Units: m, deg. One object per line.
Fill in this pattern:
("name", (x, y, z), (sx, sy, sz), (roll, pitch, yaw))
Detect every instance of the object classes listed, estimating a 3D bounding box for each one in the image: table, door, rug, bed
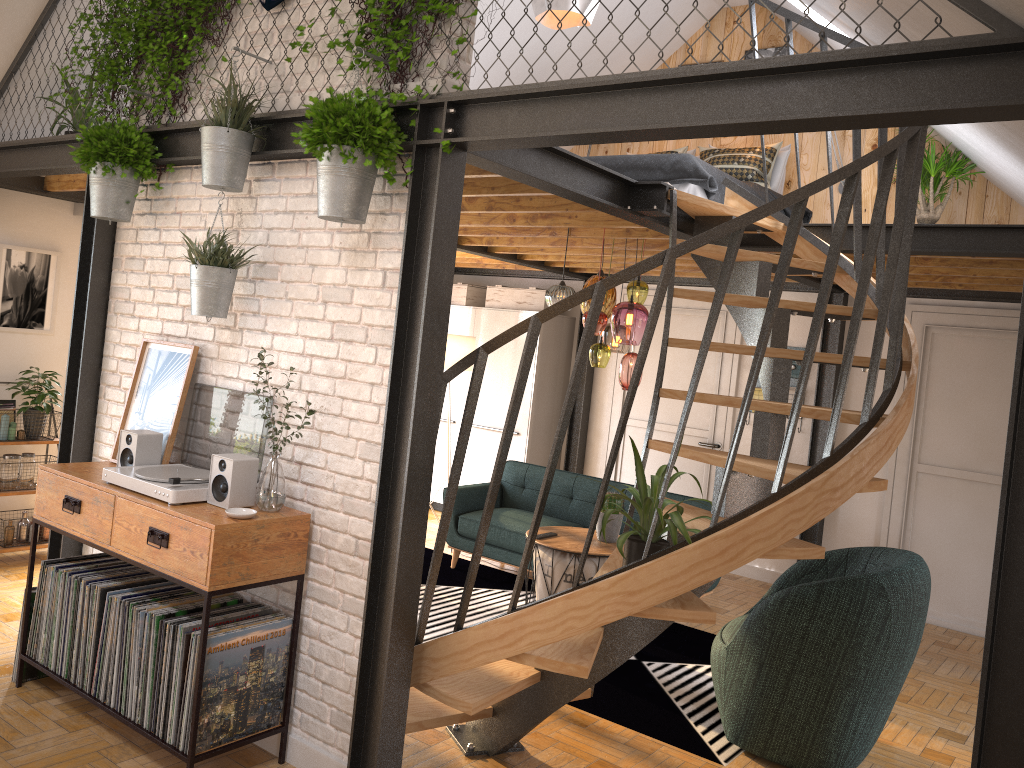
("table", (0.387, 1.166, 5.145), (0.680, 0.686, 0.682), (6, 1, -14))
("door", (1.332, 0.336, 7.718), (1.203, 2.300, 0.088), (7, 0, 36))
("rug", (0.014, 1.457, 5.494), (3.509, 0.010, 1.697), (8, 3, 36))
("door", (3.292, 0.613, 6.257), (1.203, 2.300, 0.088), (7, 0, 36))
("bed", (0.981, -1.534, 6.697), (2.127, 1.021, 2.285), (8, 3, 37))

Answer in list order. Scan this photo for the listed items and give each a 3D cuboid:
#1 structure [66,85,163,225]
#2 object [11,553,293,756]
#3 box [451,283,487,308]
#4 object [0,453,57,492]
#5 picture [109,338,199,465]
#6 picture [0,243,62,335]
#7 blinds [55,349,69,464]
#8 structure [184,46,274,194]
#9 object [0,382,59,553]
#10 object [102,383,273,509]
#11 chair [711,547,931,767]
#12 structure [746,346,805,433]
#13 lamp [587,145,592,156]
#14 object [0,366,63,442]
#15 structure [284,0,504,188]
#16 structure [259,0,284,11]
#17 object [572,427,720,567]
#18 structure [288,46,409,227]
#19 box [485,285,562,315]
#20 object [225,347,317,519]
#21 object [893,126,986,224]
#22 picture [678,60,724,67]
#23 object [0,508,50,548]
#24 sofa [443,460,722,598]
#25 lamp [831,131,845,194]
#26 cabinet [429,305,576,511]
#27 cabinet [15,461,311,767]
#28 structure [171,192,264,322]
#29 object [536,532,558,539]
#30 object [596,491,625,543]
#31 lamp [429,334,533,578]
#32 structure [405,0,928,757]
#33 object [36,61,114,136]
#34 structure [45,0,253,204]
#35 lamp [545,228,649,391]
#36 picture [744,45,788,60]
("structure", (-1.840, -1.064, 4.109), (0.422, 0.652, 0.439), (6, 1, -23))
("object", (-1.507, 1.089, 3.626), (1.316, 0.574, 0.404), (8, 2, 36))
("box", (-0.530, -0.882, 8.805), (0.375, 0.218, 0.643), (4, 3, -44))
("object", (-3.167, 0.565, 5.758), (0.239, 0.216, 0.438), (7, 2, 36))
("picture", (-1.601, 0.094, 3.958), (0.412, 0.576, 0.126), (7, 1, 36))
("picture", (-3.290, -0.636, 6.004), (0.023, 0.575, 0.414), (6, 1, 36))
("blinds", (-2.920, -0.100, 6.497), (0.124, 2.282, 0.666), (6, 0, 37))
("structure", (-1.172, -1.078, 3.637), (0.384, 0.607, 0.349), (6, 1, -1))
("object", (-3.189, 0.556, 5.778), (0.633, 1.078, 0.577), (7, 1, 36))
("object", (-1.315, 0.223, 3.586), (0.789, 0.414, 0.414), (8, 2, 36))
("chair", (1.373, 1.187, 4.033), (0.902, 0.964, 0.896), (7, 1, 22))
("structure", (2.110, 0.224, 7.147), (0.443, 1.076, 0.099), (6, 0, 36))
("lamp", (0.816, -2.119, 7.995), (0.194, 0.813, 0.851), (6, 1, -10))
("object", (-3.198, 0.126, 5.824), (0.491, 0.475, 0.397), (5, 2, -41))
("structure", (-0.317, -1.633, 3.243), (1.308, 1.870, 0.457), (7, 1, 33))
("structure", (-1.001, -2.036, 3.657), (0.442, 0.964, 0.191), (7, 0, 36))
("object", (0.486, 0.425, 3.161), (0.529, 0.591, 0.457), (7, 1, 24))
("structure", (-0.586, -0.887, 3.174), (0.422, 0.652, 0.439), (6, 1, -23))
("box", (0.123, -0.791, 8.339), (0.643, 0.218, 0.375), (8, 2, 31))
("object", (-0.939, 0.170, 3.342), (0.290, 0.620, 0.296), (6, 1, -38))
("object", (2.882, -1.308, 6.147), (0.788, 1.048, 0.734), (6, 1, -14))
("picture", (1.611, -2.518, 7.707), (0.422, 0.554, 0.017), (7, 1, 36))
("object", (-3.073, 0.868, 5.665), (0.277, 0.290, 0.438), (7, 2, 36))
("sofa", (0.484, 1.075, 6.283), (1.978, 0.782, 0.823), (8, 2, 36))
("lamp", (2.273, -1.914, 6.912), (0.850, 0.813, 0.194), (6, 0, -7))
("cabinet", (-0.223, 0.277, 8.665), (1.510, 2.002, 0.807), (7, 1, 36))
("cabinet", (-1.460, 0.900, 3.589), (1.268, 0.963, 0.455), (7, 1, 36))
("structure", (-1.215, -0.521, 3.641), (0.384, 0.534, 0.360), (5, 1, -44))
("object", (0.188, 0.874, 5.105), (0.051, 0.013, 0.207), (8, 3, 36))
("object", (0.570, 0.770, 5.177), (0.190, 0.295, 0.173), (6, 1, 10))
("lamp", (0.020, 0.544, 6.540), (2.365, 1.718, 0.570), (8, 2, 45))
("structure", (0.808, -0.274, 3.761), (2.244, 3.817, 1.631), (5, 1, -39))
("object", (-2.607, -1.633, 5.368), (0.529, 0.591, 0.457), (7, 1, 19))
("structure", (-1.690, -1.663, 4.236), (2.132, 1.679, 0.430), (7, 1, 37))
("lamp", (0.536, -0.485, 5.305), (0.617, 1.013, 0.491), (6, 1, -13))
("picture", (2.089, -2.539, 7.357), (0.381, 0.506, 0.011), (7, 1, 36))
